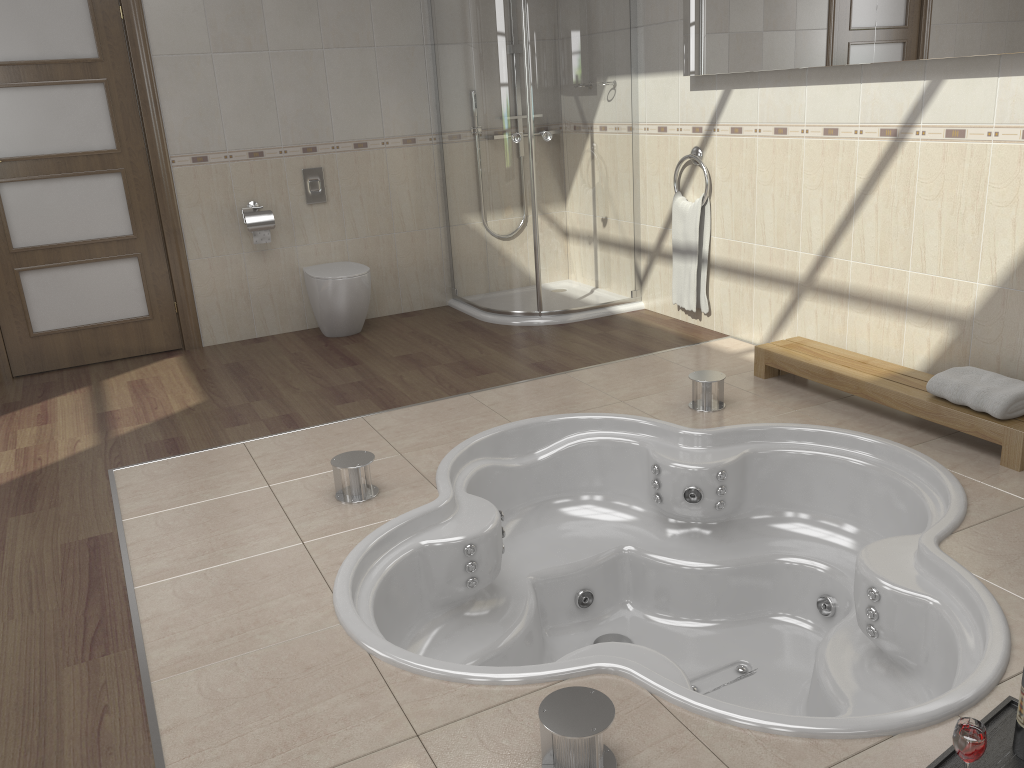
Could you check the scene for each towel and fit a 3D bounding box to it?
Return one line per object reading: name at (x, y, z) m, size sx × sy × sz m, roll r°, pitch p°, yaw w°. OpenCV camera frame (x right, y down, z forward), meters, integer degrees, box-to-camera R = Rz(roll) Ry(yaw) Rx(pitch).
towel at (1.656, 0.023, 3.104) m, size 0.233 × 0.099 × 0.331 m, roll -10°, pitch 19°, yaw -20°
towel at (0.950, -0.701, 4.727) m, size 0.083 × 0.635 × 0.280 m, roll -12°, pitch 20°, yaw -23°

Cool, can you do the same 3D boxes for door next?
door at (-2.330, -1.083, 4.571) m, size 0.861 × 2.026 × 0.102 m, roll -13°, pitch 20°, yaw -26°

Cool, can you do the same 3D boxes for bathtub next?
bathtub at (0.490, 0.726, 2.819) m, size 1.754 × 0.674 × 1.751 m, roll 3°, pitch 19°, yaw 19°

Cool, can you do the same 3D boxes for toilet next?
toilet at (-0.992, -0.474, 5.120) m, size 0.337 × 0.388 × 0.519 m, roll -12°, pitch 20°, yaw -24°

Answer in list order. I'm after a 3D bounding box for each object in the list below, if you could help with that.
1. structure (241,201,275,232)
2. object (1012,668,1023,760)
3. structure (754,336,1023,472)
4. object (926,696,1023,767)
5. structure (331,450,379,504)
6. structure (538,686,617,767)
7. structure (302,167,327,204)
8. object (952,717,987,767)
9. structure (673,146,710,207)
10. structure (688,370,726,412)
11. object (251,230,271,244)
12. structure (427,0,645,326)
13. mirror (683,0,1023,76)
structure at (-1.424, -0.942, 4.968) m, size 0.170 × 0.151 × 0.154 m, roll -12°, pitch 20°, yaw -24°
object at (0.998, 0.568, 1.667) m, size 0.070 × 0.307 × 0.070 m, roll 7°, pitch 21°, yaw 29°
structure at (1.487, 0.035, 3.483) m, size 0.260 × 0.140 × 1.280 m, roll -12°, pitch 20°, yaw -24°
object at (0.957, 0.726, 1.652) m, size 0.400 × 0.040 × 0.250 m, roll -16°, pitch 22°, yaw -33°
structure at (-0.538, 0.317, 3.038) m, size 0.150 × 0.131 × 0.150 m, roll 7°, pitch 21°, yaw 28°
structure at (0.130, 0.700, 1.751) m, size 0.150 × 0.131 × 0.150 m, roll -10°, pitch 19°, yaw -20°
structure at (-1.144, -1.148, 5.136) m, size 0.120 × 0.200 × 0.010 m, roll -12°, pitch 20°, yaw -24°
object at (0.823, 0.681, 1.604) m, size 0.055 × 0.153 × 0.055 m, roll -15°, pitch 21°, yaw -31°
structure at (0.943, -1.070, 4.623) m, size 0.051 × 0.332 × 0.291 m, roll -12°, pitch 20°, yaw -24°
structure at (0.802, 0.028, 3.648) m, size 0.150 × 0.131 × 0.150 m, roll -16°, pitch 22°, yaw -34°
object at (-1.414, -0.867, 4.968) m, size 0.098 × 0.151 × 0.090 m, roll -12°, pitch 20°, yaw -24°
structure at (0.133, -1.386, 5.208) m, size 0.900 × 1.917 × 0.900 m, roll -12°, pitch 20°, yaw -24°
mirror at (1.643, -1.367, 2.806) m, size 0.005 × 0.600 × 3.600 m, roll -12°, pitch 20°, yaw -24°
